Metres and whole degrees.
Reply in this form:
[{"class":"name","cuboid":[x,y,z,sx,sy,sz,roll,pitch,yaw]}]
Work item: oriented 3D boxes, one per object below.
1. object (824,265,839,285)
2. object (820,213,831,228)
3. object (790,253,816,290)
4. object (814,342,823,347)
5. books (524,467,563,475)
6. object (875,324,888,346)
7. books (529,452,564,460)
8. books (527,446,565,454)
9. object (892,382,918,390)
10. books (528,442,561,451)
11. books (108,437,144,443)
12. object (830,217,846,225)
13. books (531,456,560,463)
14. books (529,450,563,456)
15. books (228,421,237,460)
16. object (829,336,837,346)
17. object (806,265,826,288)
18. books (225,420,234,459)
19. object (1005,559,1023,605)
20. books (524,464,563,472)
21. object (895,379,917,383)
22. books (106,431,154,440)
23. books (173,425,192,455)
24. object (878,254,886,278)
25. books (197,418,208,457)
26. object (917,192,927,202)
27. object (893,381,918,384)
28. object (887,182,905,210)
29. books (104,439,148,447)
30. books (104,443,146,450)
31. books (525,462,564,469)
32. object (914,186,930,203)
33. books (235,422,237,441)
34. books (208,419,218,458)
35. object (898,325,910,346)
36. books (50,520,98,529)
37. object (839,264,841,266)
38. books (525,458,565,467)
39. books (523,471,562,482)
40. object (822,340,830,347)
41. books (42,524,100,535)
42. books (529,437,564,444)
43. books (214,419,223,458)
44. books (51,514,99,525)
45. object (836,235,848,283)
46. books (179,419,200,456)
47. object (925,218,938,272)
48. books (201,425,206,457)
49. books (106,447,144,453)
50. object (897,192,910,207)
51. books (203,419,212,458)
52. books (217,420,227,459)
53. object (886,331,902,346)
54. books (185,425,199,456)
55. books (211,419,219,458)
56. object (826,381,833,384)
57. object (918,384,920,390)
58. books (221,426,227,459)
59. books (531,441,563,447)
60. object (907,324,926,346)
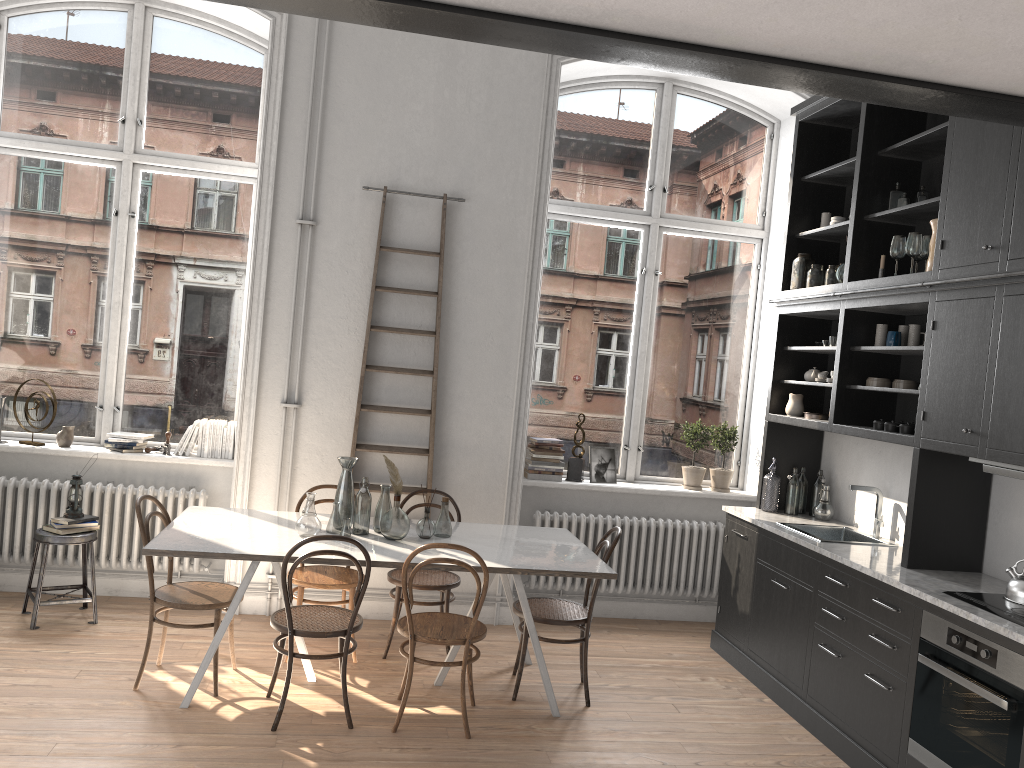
[{"class":"object","cuboid":[1.973,-0.651,5.450,0.096,0.150,0.096,5,2,-21]},{"class":"object","cuboid":[2.011,-1.024,5.689,0.059,0.135,0.082,6,2,18]},{"class":"object","cuboid":[1.863,-0.711,5.677,0.118,0.238,0.118,4,2,-24]},{"class":"object","cuboid":[1.989,-0.247,5.744,0.071,0.047,0.071,6,2,28]},{"class":"books","cuboid":[0.219,0.619,6.293,0.249,0.023,0.175,5,1,-14]},{"class":"object","cuboid":[2.068,-0.264,4.956,0.082,0.135,0.059,4,2,-42]},{"class":"books","cuboid":[0.243,0.509,6.310,0.222,0.024,0.158,5,1,-10]},{"class":"books","cuboid":[0.240,0.466,6.302,0.244,0.019,0.174,5,1,-10]},{"class":"object","cuboid":[2.148,0.013,4.846,0.132,0.038,0.132,6,2,38]},{"class":"books","cuboid":[0.234,0.444,6.300,0.231,0.023,0.162,5,1,6]},{"class":"books","cuboid":[-2.526,0.363,5.811,0.205,0.020,0.155,5,1,-20]},{"class":"object","cuboid":[2.051,-0.998,5.587,0.096,0.095,0.096,6,2,24]},{"class":"books","cuboid":[0.239,0.532,6.304,0.205,0.022,0.155,5,1,4]},{"class":"books","cuboid":[0.243,0.487,6.303,0.205,0.022,0.155,5,1,-15]},{"class":"books","cuboid":[-1.870,0.375,5.952,0.024,0.243,0.175,5,2,-10]},{"class":"object","cuboid":[1.953,-0.252,5.375,0.064,0.069,0.064,7,2,38]},{"class":"object","cuboid":[1.903,-0.663,5.541,0.114,0.155,0.114,5,2,-6]},{"class":"books","cuboid":[-1.898,0.372,5.968,0.024,0.243,0.175,5,2,-10]},{"class":"object","cuboid":[2.168,0.821,3.711,0.171,0.186,0.171,5,2,1]},{"class":"books","cuboid":[0.222,0.596,6.292,0.249,0.023,0.175,5,1,-9]},{"class":"object","cuboid":[2.150,-0.002,4.846,0.112,0.036,0.112,6,2,33]},{"class":"books","cuboid":[-2.508,0.339,5.834,0.244,0.019,0.174,5,1,0]},{"class":"books","cuboid":[-2.182,0.370,5.901,0.105,0.194,0.155,5,2,-11]},{"class":"object","cuboid":[2.046,-0.637,4.902,0.123,0.161,0.123,5,2,-1]},{"class":"books","cuboid":[-2.073,0.357,5.937,0.024,0.243,0.175,5,2,-10]},{"class":"object","cuboid":[2.214,-0.976,4.794,0.044,0.121,0.058,6,2,17]},{"class":"object","cuboid":[2.149,0.005,4.846,0.124,0.036,0.123,5,2,-22]},{"class":"object","cuboid":[2.139,-1.026,4.933,0.084,0.199,0.065,6,2,12]},{"class":"books","cuboid":[-2.532,0.383,5.823,0.221,0.023,0.147,5,1,6]},{"class":"books","cuboid":[-2.536,0.405,5.825,0.205,0.022,0.155,6,1,10]},{"class":"books","cuboid":[0.230,0.577,6.308,0.255,0.014,0.192,5,1,-7]},{"class":"object","cuboid":[2.257,-1.002,4.893,0.065,0.177,0.084,6,2,12]},{"class":"books","cuboid":[-1.839,0.378,5.956,0.040,0.244,0.174,5,2,-10]},{"class":"books","cuboid":[-2.000,0.364,5.928,0.019,0.244,0.174,5,2,-10]},{"class":"object","cuboid":[2.159,-0.255,4.918,0.082,0.135,0.059,6,2,18]},{"class":"books","cuboid":[-2.605,0.828,5.278,0.232,0.029,0.162,4,2,-39]},{"class":"object","cuboid":[2.074,-0.657,5.558,0.092,0.184,0.092,4,3,-44]},{"class":"books","cuboid":[0.231,0.556,6.309,0.245,0.028,0.193,5,1,-15]},{"class":"books","cuboid":[0.214,0.651,6.295,0.248,0.043,0.192,5,1,-10]},{"class":"object","cuboid":[1.944,-0.244,5.459,0.071,0.047,0.071,6,2,28]},{"class":"books","cuboid":[-2.619,0.853,5.274,0.194,0.034,0.246,6,2,30]},{"class":"books","cuboid":[0.244,0.401,6.309,0.201,0.024,0.159,5,1,-20]},{"class":"books","cuboid":[-1.964,0.367,5.956,0.024,0.243,0.175,5,2,-10]},{"class":"books","cuboid":[-2.602,0.806,5.278,0.147,0.027,0.221,6,2,22]},{"class":"object","cuboid":[1.954,-0.749,5.123,0.134,0.358,0.134,7,2,35]},{"class":"books","cuboid":[-2.141,0.354,5.903,0.100,0.235,0.174,5,2,-10]},{"class":"object","cuboid":[2.087,-0.672,4.351,0.094,0.267,0.116,6,2,32]},{"class":"books","cuboid":[-2.046,0.379,5.922,0.020,0.205,0.155,5,2,-10]},{"class":"books","cuboid":[-2.545,0.427,5.828,0.221,0.023,0.147,6,2,39]},{"class":"object","cuboid":[2.139,-0.985,4.845,0.041,0.125,0.053,4,2,-43]},{"class":"books","cuboid":[-2.021,0.362,5.915,0.024,0.243,0.175,5,2,-10]},{"class":"books","cuboid":[-1.939,0.369,5.938,0.019,0.244,0.174,5,2,-10]},{"class":"object","cuboid":[2.081,-0.239,4.841,0.140,0.093,0.082,4,2,-45]},{"class":"books","cuboid":[-2.118,0.373,5.909,0.072,0.203,0.155,5,2,-10]},{"class":"books","cuboid":[-1.984,0.365,5.948,0.019,0.244,0.174,5,2,-10]},{"class":"object","cuboid":[1.950,-0.007,5.377,0.085,0.015,0.085,5,2,-23]},{"class":"object","cuboid":[2.083,-0.013,4.473,0.058,0.094,0.058,6,2,29]},{"class":"books","cuboid":[-1.919,0.390,5.944,0.020,0.205,0.155,5,2,-10]},{"class":"books","cuboid":[0.249,0.424,6.301,0.205,0.020,0.155,5,1,-10]},{"class":"object","cuboid":[2.176,-0.250,4.779,0.059,0.135,0.082,4,2,-27]}]
